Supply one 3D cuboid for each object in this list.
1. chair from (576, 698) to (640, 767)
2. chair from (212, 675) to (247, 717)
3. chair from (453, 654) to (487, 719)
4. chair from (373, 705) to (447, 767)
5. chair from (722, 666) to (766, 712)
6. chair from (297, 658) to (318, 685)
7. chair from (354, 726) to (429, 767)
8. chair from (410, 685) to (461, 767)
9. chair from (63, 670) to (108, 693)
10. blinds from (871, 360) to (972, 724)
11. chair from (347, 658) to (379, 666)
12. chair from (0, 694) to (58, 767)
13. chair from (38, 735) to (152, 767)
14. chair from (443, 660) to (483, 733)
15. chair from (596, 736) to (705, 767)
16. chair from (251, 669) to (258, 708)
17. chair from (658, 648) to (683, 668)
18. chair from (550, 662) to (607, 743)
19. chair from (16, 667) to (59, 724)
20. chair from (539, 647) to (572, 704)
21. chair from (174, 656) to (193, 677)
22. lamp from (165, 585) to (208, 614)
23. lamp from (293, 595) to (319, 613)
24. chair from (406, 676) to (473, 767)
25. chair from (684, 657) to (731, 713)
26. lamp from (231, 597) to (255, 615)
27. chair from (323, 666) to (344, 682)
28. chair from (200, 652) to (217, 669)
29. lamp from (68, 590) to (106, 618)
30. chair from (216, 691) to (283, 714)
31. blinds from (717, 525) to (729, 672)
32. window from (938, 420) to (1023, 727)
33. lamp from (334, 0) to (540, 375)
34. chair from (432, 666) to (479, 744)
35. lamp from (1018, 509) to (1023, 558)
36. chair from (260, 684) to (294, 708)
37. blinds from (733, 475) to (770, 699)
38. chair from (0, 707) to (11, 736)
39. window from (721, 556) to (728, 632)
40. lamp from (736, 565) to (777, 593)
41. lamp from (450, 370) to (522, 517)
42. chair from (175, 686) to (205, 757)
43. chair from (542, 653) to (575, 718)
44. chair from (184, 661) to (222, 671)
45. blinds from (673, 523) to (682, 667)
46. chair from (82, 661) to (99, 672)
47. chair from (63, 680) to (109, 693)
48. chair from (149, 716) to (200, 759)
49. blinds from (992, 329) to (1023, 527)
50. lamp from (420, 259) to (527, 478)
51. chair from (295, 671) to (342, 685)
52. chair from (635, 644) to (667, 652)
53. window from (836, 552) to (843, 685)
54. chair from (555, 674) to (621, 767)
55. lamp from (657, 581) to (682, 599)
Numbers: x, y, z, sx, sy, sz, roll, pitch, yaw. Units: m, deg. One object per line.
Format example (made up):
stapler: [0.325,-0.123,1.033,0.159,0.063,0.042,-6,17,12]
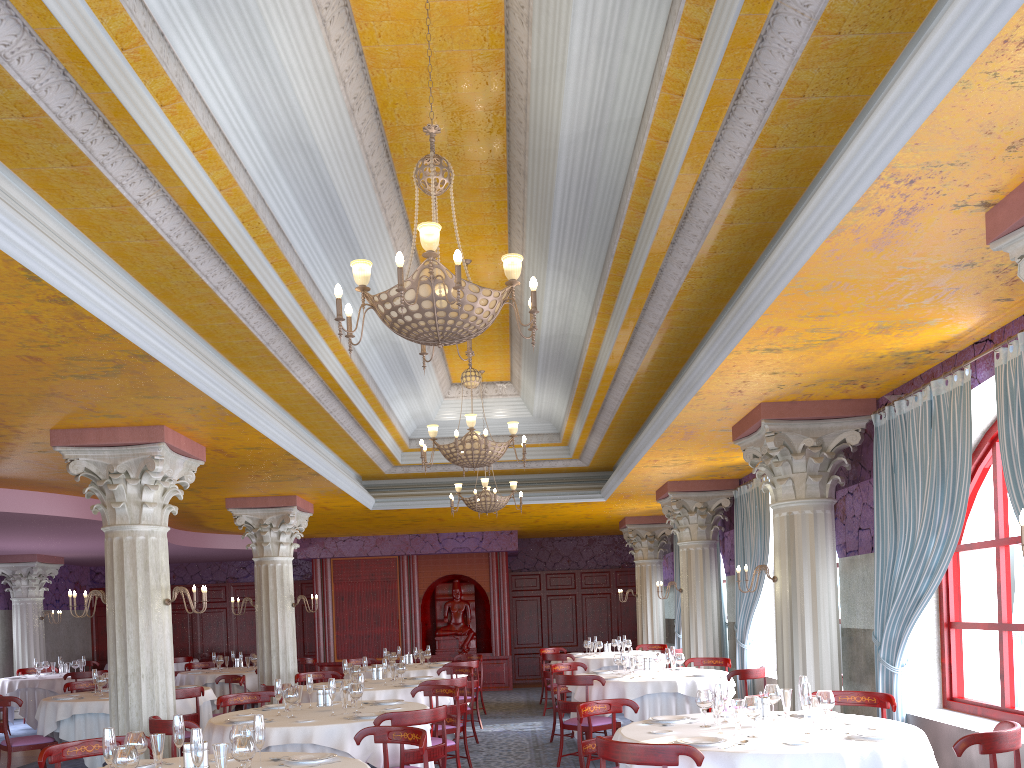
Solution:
chair: [0.871,3.038,6.703,0.654,1.080,0.751,-6,-6,45]
chair: [-3.992,4.566,11.783,0.647,1.080,0.759,2,-6,-45]
chair: [-0.853,5.332,15.124,0.647,1.080,0.759,2,-6,-45]
chair: [-0.872,3.185,7.012,0.751,1.080,0.654,3,-6,-45]
chair: [2.610,3.826,9.926,0.751,1.080,0.654,3,-6,-45]
chair: [-3.982,5.694,16.048,0.647,1.080,0.759,2,-6,-45]
chair: [-0.875,2.794,5.534,0.647,1.080,0.759,2,-6,-45]
chair: [-0.868,3.644,8.744,0.647,1.080,0.759,2,-6,-45]
chair: [-7.318,5.462,14.696,0.751,1.080,0.654,3,-6,-45]
blinds: [3.295,1.791,6.937,0.245,3.487,1.726,-2,-3,1]
chair: [-2.584,5.398,15.128,0.654,1.080,0.751,-6,-6,45]
chair: [-5.728,4.174,10.055,0.647,1.080,0.759,2,-6,-45]
chair: [-2.606,2.861,5.538,0.654,1.080,0.751,-6,-6,45]
chair: [-0.857,4.873,13.391,0.751,1.080,0.654,3,-6,-45]
chair: [0.867,2.580,4.971,0.647,1.080,0.759,2,-6,-45]
chair: [-3.986,5.236,14.315,0.751,1.080,0.654,3,-6,-45]
chair: [2.621,5.092,14.712,0.751,1.080,0.654,3,-6,-45]
chair: [0.882,4.350,11.663,0.654,1.080,0.751,-6,-6,45]
chair: [-9.045,5.987,16.433,0.654,1.080,0.751,-6,-6,45]
chair: [0.893,5.617,16.449,0.654,1.080,0.751,-6,-6,45]
chair: [-7.529,6.659,19.186,0.751,1.080,0.654,3,-6,-45]
lamp: [-3.162,2.093,8.304,0.381,0.270,0.350,0,-9,-12]
lamp: [-3.151,3.357,13.080,0.381,0.270,0.350,0,-9,-12]
chair: [-0.864,3.995,10.073,0.751,1.080,0.654,3,-6,-45]
chair: [2.613,4.284,11.659,0.647,1.080,0.759,2,-6,-45]
lamp: [-4.105,3.408,13.141,0.381,0.270,0.350,0,-9,-12]
chair: [-2.588,4.940,13.396,0.647,1.080,0.759,2,-6,-45]
chair: [-7.525,7.117,20.919,0.647,1.080,0.759,2,-6,-45]
lamp: [-4.116,2.157,8.411,0.381,0.270,0.350,0,-9,-12]
chair: [-2.599,3.710,8.748,0.654,1.080,0.751,-6,-6,45]
blinds: [3.313,3.775,14.436,0.244,3.487,1.727,-2,-3,-2]
window: [3.920,1.187,5.956,0.160,2.503,3.669,-2,-10,0]
lamp: [-0.423,-1.249,4.561,0.969,2.157,0.959,-4,-3,45]
chair: [-0.860,4.454,11.805,0.647,1.080,0.759,2,-6,-45]
lamp: [2.370,0.647,3.630,0.381,0.270,0.350,0,-9,-12]
chair: [-2.596,4.062,10.077,0.647,1.080,0.759,2,-6,-45]
blinds: [3.307,3.063,11.745,0.245,3.487,1.726,-2,-3,1]
chair: [-9.050,5.529,14.701,0.647,1.080,0.759,2,-6,-45]
window: [3.942,3.706,15.478,0.160,2.503,3.669,-2,-10,0]
lamp: [2.381,1.908,8.395,0.381,0.270,0.350,0,-9,-12]
lamp: [-0.405,0.852,12.501,0.969,2.157,0.959,-4,-3,45]
chair: [-3.996,4.107,10.051,0.751,1.080,0.654,3,-6,-45]
chair: [0.889,5.158,14.716,0.647,1.080,0.759,2,-6,-45]
chair: [-5.714,5.761,16.052,0.654,1.080,0.751,-6,-6,45]
blinds: [3.317,4.306,16.445,0.245,3.487,1.726,-2,-3,1]
chair: [-9.260,6.725,19.191,0.647,1.080,0.759,2,-6,-45]
chair: [-5.723,4.632,11.787,0.654,1.080,0.751,-6,-6,45]
chair: [-2.603,3.252,7.016,0.647,1.080,0.759,2,-6,-45]
blinds: [3.291,1.259,4.928,0.244,3.487,1.727,-2,-3,-2]
lamp: [-0.414,-0.190,8.563,0.969,2.157,0.959,-4,-3,45]
chair: [-2.592,4.520,11.809,0.654,1.080,0.751,-6,-6,45]
chair: [2.625,5.550,16.444,0.647,1.080,0.759,2,-6,-45]
window: [3.931,2.447,10.719,0.160,2.503,3.669,-2,-10,0]
chair: [0.878,3.892,9.931,0.647,1.080,0.759,2,-6,-45]
lamp: [2.392,3.159,13.124,0.381,0.270,0.350,0,-9,-12]
